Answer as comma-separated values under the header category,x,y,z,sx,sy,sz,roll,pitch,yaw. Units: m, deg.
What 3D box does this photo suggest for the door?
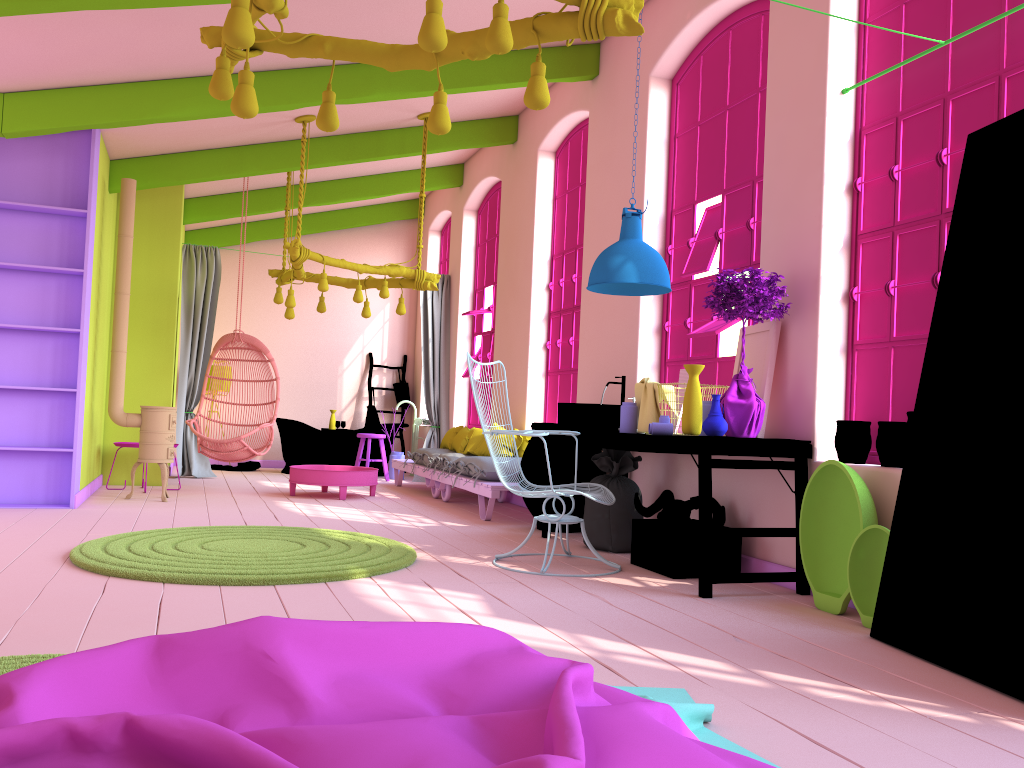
category,x,y,z,sx,sy,sz,roll,pitch,yaw
door,1.888,-0.027,3.269,0.450,2.210,1.153,3,-2,-10

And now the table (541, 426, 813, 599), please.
category,x,y,z,sx,sy,sz,roll,pitch,yaw
table,0.913,0.711,5.605,0.655,0.820,2.193,3,-2,-20

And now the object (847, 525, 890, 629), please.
category,x,y,z,sx,sy,sz,roll,pitch,yaw
object,1.664,0.859,3.965,0.137,0.462,0.284,4,-2,-35

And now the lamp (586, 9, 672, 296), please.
category,x,y,z,sx,sy,sz,roll,pitch,yaw
lamp,0.772,-1.585,5.548,0.528,2.001,0.529,2,-2,12

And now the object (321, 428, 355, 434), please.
category,x,y,z,sx,sy,sz,roll,pitch,yaw
object,-2.381,0.649,12.109,0.360,0.068,1.323,3,-2,-20

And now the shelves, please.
category,x,y,z,sx,sy,sz,roll,pitch,yaw
shelves,-4.261,-0.606,6.778,1.842,3.103,0.384,3,-2,-20

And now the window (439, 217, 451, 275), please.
category,x,y,z,sx,sy,sz,roll,pitch,yaw
window,-0.892,-0.907,12.508,0.072,3.046,1.275,3,-2,-20

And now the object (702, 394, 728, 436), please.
category,x,y,z,sx,sy,sz,roll,pitch,yaw
object,1.072,0.165,4.672,0.132,0.219,0.132,3,-2,-3

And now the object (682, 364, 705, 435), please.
category,x,y,z,sx,sy,sz,roll,pitch,yaw
object,0.990,0.088,4.854,0.116,0.382,0.116,1,-2,44

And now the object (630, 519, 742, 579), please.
category,x,y,z,sx,sy,sz,roll,pitch,yaw
object,1.032,0.976,5.303,0.446,0.277,0.522,3,-2,-20

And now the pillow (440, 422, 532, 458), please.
category,x,y,z,sx,sy,sz,roll,pitch,yaw
pillow,-0.336,0.592,9.271,0.578,0.399,1.997,3,-2,-20

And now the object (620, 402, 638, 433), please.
category,x,y,z,sx,sy,sz,roll,pitch,yaw
object,0.753,0.218,5.715,0.109,0.197,0.109,4,-2,-28

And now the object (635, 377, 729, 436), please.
category,x,y,z,sx,sy,sz,roll,pitch,yaw
object,1.019,0.144,5.624,0.444,0.369,0.633,3,-2,-20

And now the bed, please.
category,x,y,z,sx,sy,sz,roll,pitch,yaw
bed,-0.156,0.631,0.822,2.803,0.513,3.577,3,-2,-20

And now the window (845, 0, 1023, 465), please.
category,x,y,z,sx,sy,sz,roll,pitch,yaw
window,2.086,-1.098,4.289,0.072,3.046,1.275,3,-2,-20

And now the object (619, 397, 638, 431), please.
category,x,y,z,sx,sy,sz,roll,pitch,yaw
object,0.831,0.209,6.024,0.165,0.250,0.411,2,-2,16

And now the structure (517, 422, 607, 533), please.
category,x,y,z,sx,sy,sz,roll,pitch,yaw
structure,0.401,0.734,7.025,0.718,0.844,0.718,1,-2,38

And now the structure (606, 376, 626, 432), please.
category,x,y,z,sx,sy,sz,roll,pitch,yaw
structure,0.725,0.139,6.261,0.166,0.396,0.087,3,-2,-10

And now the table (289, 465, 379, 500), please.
category,x,y,z,sx,sy,sz,roll,pitch,yaw
table,-1.799,0.988,8.955,0.885,0.285,0.886,2,-2,6

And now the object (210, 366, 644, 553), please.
category,x,y,z,sx,sy,sz,roll,pitch,yaw
object,-1.617,0.362,9.217,2.827,1.579,7.866,3,-2,-19

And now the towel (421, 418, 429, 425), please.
category,x,y,z,sx,sy,sz,roll,pitch,yaw
towel,-1.157,0.541,12.666,0.262,0.102,0.247,3,-2,-19

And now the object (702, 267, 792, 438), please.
category,x,y,z,sx,sy,sz,roll,pitch,yaw
object,1.272,-0.177,4.902,0.502,0.950,0.441,2,-2,30

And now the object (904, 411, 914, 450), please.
category,x,y,z,sx,sy,sz,roll,pitch,yaw
object,1.947,0.266,4.129,0.223,0.272,0.223,4,-2,-32

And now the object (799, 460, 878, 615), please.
category,x,y,z,sx,sy,sz,roll,pitch,yaw
object,1.627,0.737,4.302,0.218,0.733,0.451,3,-2,-20

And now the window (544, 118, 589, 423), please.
category,x,y,z,sx,sy,sz,roll,pitch,yaw
window,0.594,-1.002,8.406,0.072,3.046,1.275,3,-2,-20

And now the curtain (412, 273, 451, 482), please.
category,x,y,z,sx,sy,sz,roll,pitch,yaw
curtain,-0.987,-0.082,11.501,0.518,2.784,0.525,3,-2,-1

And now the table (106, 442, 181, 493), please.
category,x,y,z,sx,sy,sz,roll,pitch,yaw
table,-3.591,0.808,8.683,0.596,0.458,0.596,2,-2,18

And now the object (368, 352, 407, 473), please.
category,x,y,z,sx,sy,sz,roll,pitch,yaw
object,-1.843,0.422,13.086,0.603,1.764,0.410,3,-2,-20

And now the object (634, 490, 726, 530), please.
category,x,y,z,sx,sy,sz,roll,pitch,yaw
object,1.017,0.888,5.453,0.300,0.448,0.672,4,-3,-44

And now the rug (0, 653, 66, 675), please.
category,x,y,z,sx,sy,sz,roll,pitch,yaw
rug,-1.414,0.880,2.502,0.792,0.021,0.793,2,-2,8

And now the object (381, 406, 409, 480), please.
category,x,y,z,sx,sy,sz,roll,pitch,yaw
object,-1.527,0.754,11.605,0.451,0.987,0.277,2,-2,24

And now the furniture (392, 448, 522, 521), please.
category,x,y,z,sx,sy,sz,roll,pitch,yaw
furniture,-0.483,0.945,9.127,0.908,0.507,3.776,3,-2,-20

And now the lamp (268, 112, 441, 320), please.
category,x,y,z,sx,sy,sz,roll,pitch,yaw
lamp,-1.799,-1.742,8.948,1.611,2.264,1.775,4,-2,-38

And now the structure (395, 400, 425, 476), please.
category,x,y,z,sx,sy,sz,roll,pitch,yaw
structure,-1.408,0.764,12.439,0.451,1.061,0.254,2,-2,24

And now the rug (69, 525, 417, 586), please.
category,x,y,z,sx,sy,sz,roll,pitch,yaw
rug,-1.514,0.971,5.169,1.889,0.050,1.889,4,-3,-32

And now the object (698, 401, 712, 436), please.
category,x,y,z,sx,sy,sz,roll,pitch,yaw
object,1.104,0.194,4.969,0.109,0.197,0.109,2,-2,17

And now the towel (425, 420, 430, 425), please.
category,x,y,z,sx,sy,sz,roll,pitch,yaw
towel,-1.066,0.535,12.415,0.247,0.102,0.262,4,-2,-29

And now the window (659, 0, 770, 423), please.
category,x,y,z,sx,sy,sz,roll,pitch,yaw
window,1.437,-1.047,6.095,0.492,3.002,1.497,3,-2,-20

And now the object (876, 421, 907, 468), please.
category,x,y,z,sx,sy,sz,roll,pitch,yaw
object,1.872,0.295,4.325,0.182,0.222,0.182,4,-2,-37

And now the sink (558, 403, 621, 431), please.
category,x,y,z,sx,sy,sz,roll,pitch,yaw
sink,0.555,0.226,6.171,0.340,0.194,0.609,3,-2,-20

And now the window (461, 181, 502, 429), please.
category,x,y,z,sx,sy,sz,roll,pitch,yaw
window,-0.241,-0.939,10.713,0.551,3.008,1.514,3,-2,-20

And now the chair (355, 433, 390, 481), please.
category,x,y,z,sx,sy,sz,roll,pitch,yaw
chair,-1.795,0.924,11.142,0.446,0.593,0.473,1,-2,39

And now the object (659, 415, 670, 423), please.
category,x,y,z,sx,sy,sz,roll,pitch,yaw
object,0.923,0.251,5.374,0.065,0.118,0.065,2,-2,29

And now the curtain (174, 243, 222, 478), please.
category,x,y,z,sx,sy,sz,roll,pitch,yaw
curtain,-3.747,-0.303,10.513,0.519,2.784,0.525,4,-2,-39

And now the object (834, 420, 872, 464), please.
category,x,y,z,sx,sy,sz,roll,pitch,yaw
object,1.770,0.302,4.605,0.182,0.222,0.182,4,-3,-42

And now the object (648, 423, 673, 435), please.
category,x,y,z,sx,sy,sz,roll,pitch,yaw
object,0.887,0.270,5.291,0.137,0.076,0.076,3,-2,0

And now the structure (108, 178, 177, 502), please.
category,x,y,z,sx,sy,sz,roll,pitch,yaw
structure,-3.230,-0.382,7.935,0.577,2.813,0.403,3,-2,-3

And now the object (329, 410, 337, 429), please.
category,x,y,z,sx,sy,sz,roll,pitch,yaw
object,-2.439,0.511,12.057,0.097,0.320,0.097,3,-2,-9

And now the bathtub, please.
category,x,y,z,sx,sy,sz,roll,pitch,yaw
bathtub,-2.360,0.862,12.114,1.889,0.740,0.826,3,-2,-20

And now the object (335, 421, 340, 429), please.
category,x,y,z,sx,sy,sz,roll,pitch,yaw
object,-2.343,0.583,11.916,0.069,0.170,0.069,3,-2,0

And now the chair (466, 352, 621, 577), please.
category,x,y,z,sx,sy,sz,roll,pitch,yaw
chair,0.216,0.463,5.316,0.925,1.238,1.079,2,-2,15

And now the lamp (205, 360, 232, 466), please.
category,x,y,z,sx,sy,sz,roll,pitch,yaw
lamp,-4.120,0.401,12.150,0.491,1.466,0.477,2,-2,10

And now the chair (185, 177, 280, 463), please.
category,x,y,z,sx,sy,sz,roll,pitch,yaw
chair,-2.773,-0.768,8.998,0.860,3.128,0.806,3,-2,0

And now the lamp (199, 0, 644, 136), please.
category,x,y,z,sx,sy,sz,roll,pitch,yaw
lamp,-0.599,-2.101,3.491,1.611,2.264,1.775,4,-2,-38

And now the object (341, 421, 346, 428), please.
category,x,y,z,sx,sy,sz,roll,pitch,yaw
object,-2.304,0.592,12.103,0.069,0.170,0.069,3,-2,0
